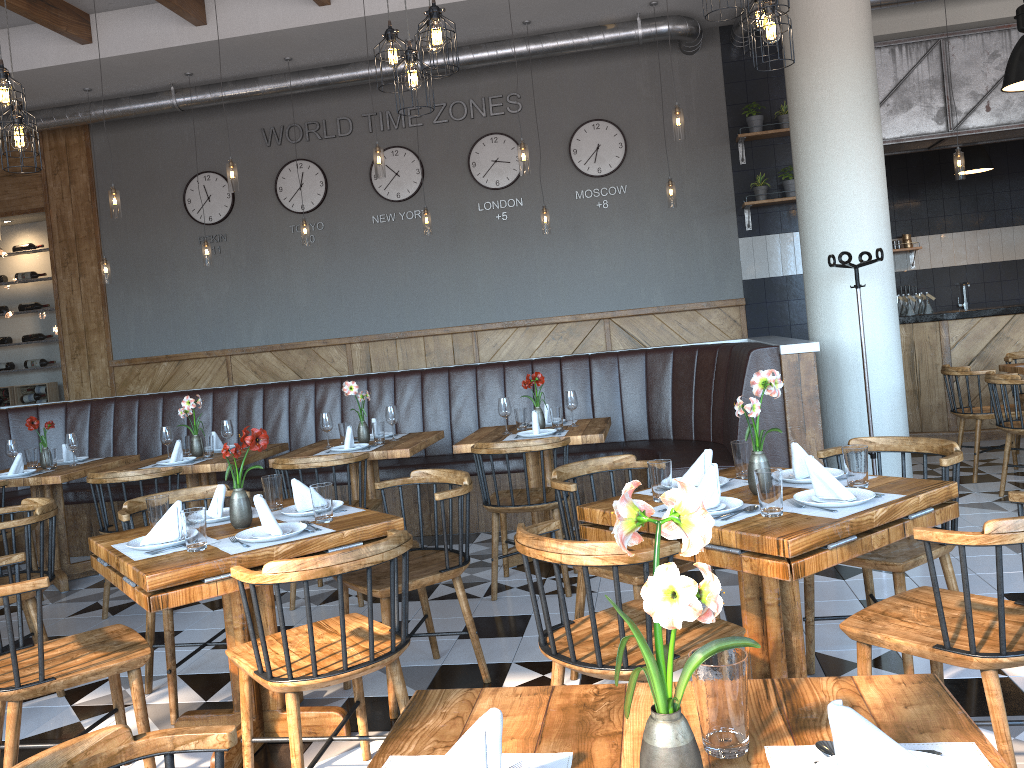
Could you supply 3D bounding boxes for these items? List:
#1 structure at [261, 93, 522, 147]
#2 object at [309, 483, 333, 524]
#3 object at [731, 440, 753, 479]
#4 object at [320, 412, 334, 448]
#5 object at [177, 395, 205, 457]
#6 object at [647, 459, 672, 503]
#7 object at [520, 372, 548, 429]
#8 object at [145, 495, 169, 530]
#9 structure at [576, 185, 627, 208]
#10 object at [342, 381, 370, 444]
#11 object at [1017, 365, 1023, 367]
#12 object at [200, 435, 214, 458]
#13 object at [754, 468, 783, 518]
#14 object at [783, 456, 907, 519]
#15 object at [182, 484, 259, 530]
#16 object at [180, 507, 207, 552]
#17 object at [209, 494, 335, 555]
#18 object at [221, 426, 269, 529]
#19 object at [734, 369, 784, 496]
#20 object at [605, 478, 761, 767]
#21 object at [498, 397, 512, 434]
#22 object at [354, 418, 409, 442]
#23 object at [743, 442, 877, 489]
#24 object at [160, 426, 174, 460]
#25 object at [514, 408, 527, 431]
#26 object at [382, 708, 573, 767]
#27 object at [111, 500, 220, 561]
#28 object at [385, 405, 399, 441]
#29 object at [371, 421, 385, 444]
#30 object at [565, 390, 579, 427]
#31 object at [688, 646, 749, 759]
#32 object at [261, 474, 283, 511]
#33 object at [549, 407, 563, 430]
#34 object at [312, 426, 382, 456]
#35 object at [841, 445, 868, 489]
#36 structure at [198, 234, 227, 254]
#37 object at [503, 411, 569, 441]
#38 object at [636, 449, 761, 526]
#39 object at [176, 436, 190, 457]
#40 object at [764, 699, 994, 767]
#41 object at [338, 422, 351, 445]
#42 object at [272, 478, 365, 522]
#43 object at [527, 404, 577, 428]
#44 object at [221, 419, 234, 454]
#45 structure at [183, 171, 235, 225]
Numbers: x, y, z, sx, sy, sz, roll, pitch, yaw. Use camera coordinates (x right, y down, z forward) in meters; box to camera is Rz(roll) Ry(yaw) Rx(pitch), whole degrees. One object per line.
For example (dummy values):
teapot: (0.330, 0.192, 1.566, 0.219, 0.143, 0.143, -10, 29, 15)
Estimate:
structure: (-1.245, -2.663, 8.959, 2.727, 0.199, 0.033, -5, 1, 9)
object: (-0.664, 0.419, 3.106, 0.080, 0.132, 0.080, -5, 2, 24)
object: (0.829, 0.271, 3.171, 0.080, 0.132, 0.080, -6, 2, -26)
object: (-1.145, 0.286, 5.484, 0.081, 0.215, 0.081, -6, 1, -27)
object: (-2.044, 0.270, 5.663, 0.206, 0.400, 0.146, -5, 1, 17)
object: (0.489, 0.319, 2.909, 0.080, 0.132, 0.080, -6, 2, -26)
object: (0.135, 0.103, 5.291, 0.156, 0.355, 0.171, -5, 1, 12)
object: (-1.272, 0.472, 3.193, 0.080, 0.132, 0.080, -5, 2, 14)
structure: (0.880, -1.812, 8.653, 0.498, 0.199, 0.021, -5, 1, 9)
object: (-0.960, 0.174, 5.515, 0.146, 0.400, 0.207, -5, 1, 12)
object: (3.783, -0.198, 6.306, 0.271, 0.137, 0.352, -5, 3, 9)
object: (-1.924, 0.396, 5.606, 0.080, 0.132, 0.080, -6, 2, -6)
object: (0.745, 0.314, 2.557, 0.080, 0.132, 0.080, -6, 2, -16)
object: (0.954, 0.286, 2.654, 0.353, 0.137, 0.271, -8, 4, -36)
object: (-1.126, 0.446, 3.371, 0.353, 0.137, 0.271, -8, 4, -36)
object: (-1.016, 0.468, 2.842, 0.080, 0.132, 0.080, -5, 2, 14)
object: (-0.809, 0.440, 2.942, 0.353, 0.137, 0.271, -8, 4, -36)
object: (-0.941, 0.330, 3.162, 0.171, 0.355, 0.156, -6, 1, -26)
object: (0.809, 0.156, 2.852, 0.146, 0.400, 0.207, -5, 2, 29)
object: (0.197, 0.320, 1.050, 0.146, 0.400, 0.206, -6, 1, -27)
object: (-0.040, 0.190, 5.306, 0.081, 0.215, 0.081, -5, 1, 18)
object: (-0.881, 0.284, 5.764, 0.351, 0.137, 0.272, -5, 3, 9)
object: (1.010, 0.259, 3.029, 0.273, 0.137, 0.352, -8, 4, -35)
object: (-2.199, 0.378, 5.655, 0.081, 0.215, 0.081, -6, 1, 1)
object: (0.056, 0.216, 5.413, 0.080, 0.132, 0.080, -5, 2, 9)
object: (-0.081, 0.476, 1.097, 0.271, 0.137, 0.352, -5, 3, 9)
object: (-1.182, 0.473, 2.996, 0.273, 0.137, 0.352, -8, 4, -35)
object: (-0.747, 0.245, 5.531, 0.081, 0.215, 0.081, -6, 1, -27)
object: (-0.815, 0.299, 5.427, 0.080, 0.132, 0.080, -5, 2, 14)
object: (0.361, 0.148, 5.352, 0.081, 0.215, 0.081, -6, 1, -22)
object: (0.288, 0.436, 1.214, 0.080, 0.132, 0.080, -6, 2, -6)
object: (-0.932, 0.424, 3.456, 0.080, 0.132, 0.080, -5, 2, 14)
object: (0.267, 0.205, 5.252, 0.080, 0.132, 0.080, -6, 2, -6)
object: (-0.972, 0.322, 5.247, 0.351, 0.137, 0.272, -5, 3, 9)
object: (1.097, 0.265, 2.822, 0.080, 0.132, 0.080, -6, 2, -16)
structure: (-3.136, -1.461, 9.302, 0.305, 0.197, 0.021, -5, 1, 9)
object: (0.132, 0.226, 5.068, 0.351, 0.137, 0.272, -5, 3, 9)
object: (0.637, 0.303, 2.890, 0.579, 0.137, 0.581, -8, 4, -36)
object: (-2.135, 0.407, 5.767, 0.080, 0.132, 0.080, -5, 2, 9)
object: (0.444, 0.430, 1.019, 0.271, 0.137, 0.352, -5, 3, 9)
object: (-1.053, 0.313, 5.592, 0.080, 0.132, 0.080, -5, 2, 9)
object: (-0.753, 0.413, 3.317, 0.273, 0.137, 0.352, -8, 4, -35)
object: (0.223, 0.187, 5.585, 0.351, 0.137, 0.272, -5, 3, 9)
object: (-1.829, 0.339, 5.706, 0.081, 0.215, 0.081, -5, 2, 40)
structure: (-3.174, -1.946, 9.280, 0.560, 0.560, 0.046, -5, 1, 9)
